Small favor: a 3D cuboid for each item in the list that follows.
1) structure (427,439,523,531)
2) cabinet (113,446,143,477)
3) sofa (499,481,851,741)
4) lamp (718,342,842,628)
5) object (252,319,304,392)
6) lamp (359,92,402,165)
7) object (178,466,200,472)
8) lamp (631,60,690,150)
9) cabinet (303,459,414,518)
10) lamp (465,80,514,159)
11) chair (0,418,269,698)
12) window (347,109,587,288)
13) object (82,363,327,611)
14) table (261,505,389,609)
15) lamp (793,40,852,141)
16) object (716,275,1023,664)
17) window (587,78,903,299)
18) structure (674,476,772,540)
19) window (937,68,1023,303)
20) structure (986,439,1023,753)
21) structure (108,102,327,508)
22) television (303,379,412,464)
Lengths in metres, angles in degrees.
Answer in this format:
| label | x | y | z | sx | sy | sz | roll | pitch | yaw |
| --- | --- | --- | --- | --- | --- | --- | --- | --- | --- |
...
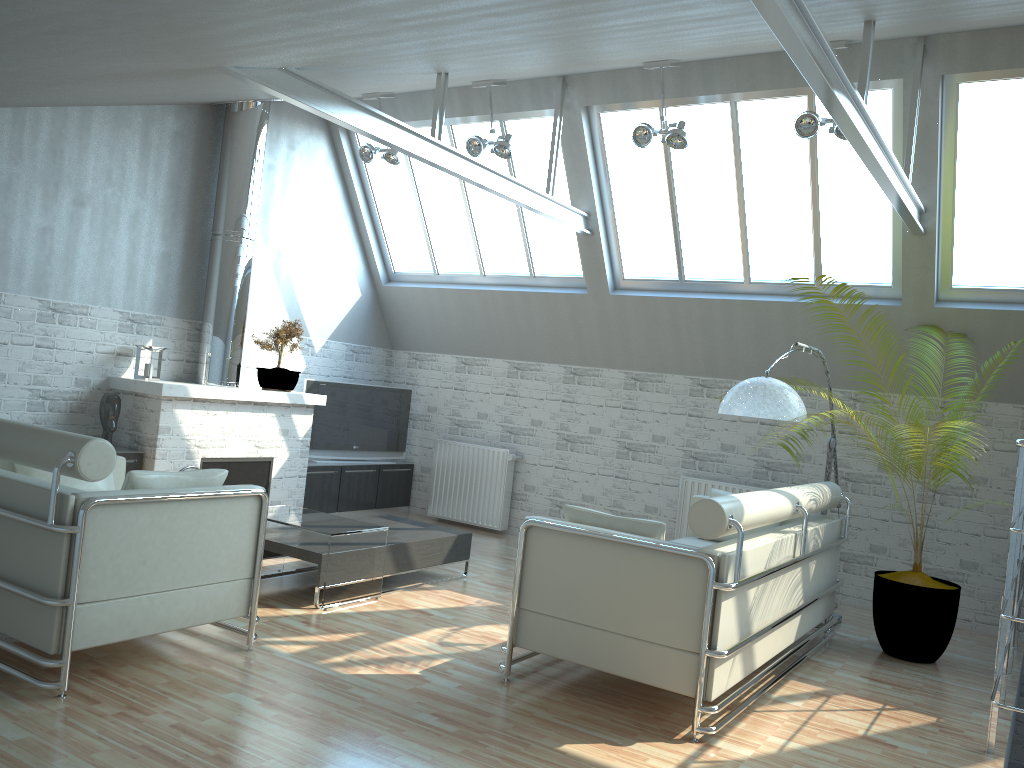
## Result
| label | x | y | z | sx | sy | sz | roll | pitch | yaw |
| --- | --- | --- | --- | --- | --- | --- | --- | --- | --- |
| structure | -0.728 | 1.933 | 17.144 | 1.892 | 1.524 | 0.508 | 6 | 0 | 32 |
| cabinet | -6.949 | 1.429 | 11.070 | 0.914 | 1.270 | 4.572 | 6 | 0 | 32 |
| sofa | 2.117 | 2.039 | 9.910 | 2.199 | 1.999 | 4.866 | 6 | 0 | 32 |
| lamp | 3.954 | 1.382 | 11.846 | 1.015 | 3.709 | 4.621 | 6 | 0 | 38 |
| object | -3.968 | -0.521 | 14.906 | 0.572 | 1.265 | 1.115 | 6 | 0 | 36 |
| lamp | -2.215 | -4.286 | 14.787 | 0.808 | 1.172 | 0.619 | 6 | 0 | 36 |
| object | -4.745 | 1.751 | 12.925 | 0.412 | 1.124 | 0.584 | 6 | 0 | 32 |
| lamp | 2.035 | -3.842 | 12.121 | 0.808 | 1.172 | 0.618 | 6 | 0 | 36 |
| cabinet | -3.284 | 1.992 | 17.031 | 0.908 | 1.016 | 3.234 | 6 | 0 | 32 |
| lamp | -0.349 | -4.091 | 13.617 | 0.808 | 1.172 | 0.619 | 6 | 0 | 36 |
| chair | -3.923 | 1.372 | 8.286 | 2.507 | 2.001 | 2.201 | 6 | 0 | 32 |
| window | -0.793 | -3.322 | 16.176 | 4.651 | 2.787 | 1.897 | 6 | 0 | 32 |
| object | -3.960 | 1.108 | 11.517 | 4.859 | 2.558 | 1.528 | 6 | 0 | 31 |
| table | -2.559 | 2.085 | 10.949 | 1.726 | 0.867 | 1.015 | 6 | 0 | 32 |
| lamp | 3.916 | -3.646 | 10.942 | 0.808 | 1.172 | 0.619 | 6 | 0 | 36 |
| object | 4.322 | 1.084 | 10.872 | 3.777 | 4.386 | 5.015 | 6 | 0 | 7 |
| window | 3.494 | -2.874 | 13.488 | 4.651 | 2.787 | 1.897 | 6 | 0 | 32 |
| structure | 3.606 | 2.386 | 14.426 | 1.892 | 1.524 | 0.508 | 6 | 0 | 32 |
| window | 7.781 | -2.426 | 10.800 | 4.651 | 2.787 | 1.897 | 6 | 0 | 32 |
| structure | 7.754 | 2.247 | 8.285 | 5.366 | 2.781 | 6.483 | 6 | 0 | 32 |
| structure | -4.477 | -1.252 | 14.282 | 1.309 | 7.180 | 3.302 | 6 | 0 | 32 |
| television | -3.046 | 0.745 | 17.081 | 0.592 | 1.514 | 2.577 | 6 | 0 | 42 |
